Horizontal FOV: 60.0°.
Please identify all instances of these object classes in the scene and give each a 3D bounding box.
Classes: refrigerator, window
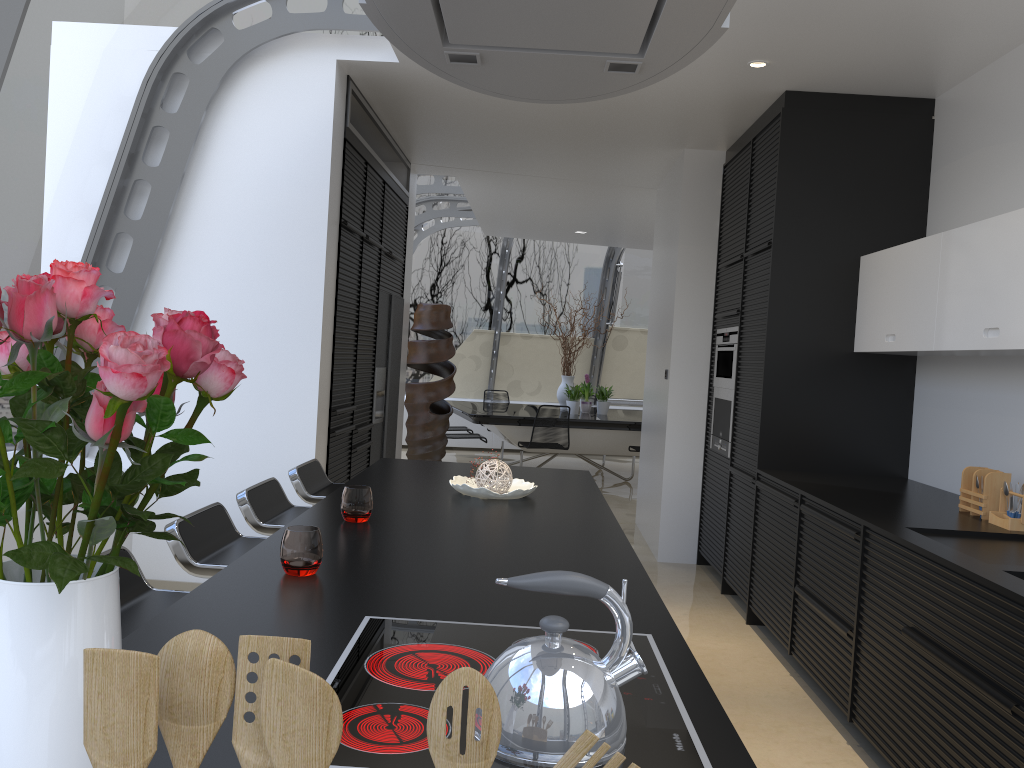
[{"bbox_3d":[-1.055,0.184,6.744,0.234,1.742,1.006,3,2,1],"label":"refrigerator"},{"bbox_3d":[4.527,0.015,6.681,16.171,3.674,16.693,3,2,-6],"label":"window"}]

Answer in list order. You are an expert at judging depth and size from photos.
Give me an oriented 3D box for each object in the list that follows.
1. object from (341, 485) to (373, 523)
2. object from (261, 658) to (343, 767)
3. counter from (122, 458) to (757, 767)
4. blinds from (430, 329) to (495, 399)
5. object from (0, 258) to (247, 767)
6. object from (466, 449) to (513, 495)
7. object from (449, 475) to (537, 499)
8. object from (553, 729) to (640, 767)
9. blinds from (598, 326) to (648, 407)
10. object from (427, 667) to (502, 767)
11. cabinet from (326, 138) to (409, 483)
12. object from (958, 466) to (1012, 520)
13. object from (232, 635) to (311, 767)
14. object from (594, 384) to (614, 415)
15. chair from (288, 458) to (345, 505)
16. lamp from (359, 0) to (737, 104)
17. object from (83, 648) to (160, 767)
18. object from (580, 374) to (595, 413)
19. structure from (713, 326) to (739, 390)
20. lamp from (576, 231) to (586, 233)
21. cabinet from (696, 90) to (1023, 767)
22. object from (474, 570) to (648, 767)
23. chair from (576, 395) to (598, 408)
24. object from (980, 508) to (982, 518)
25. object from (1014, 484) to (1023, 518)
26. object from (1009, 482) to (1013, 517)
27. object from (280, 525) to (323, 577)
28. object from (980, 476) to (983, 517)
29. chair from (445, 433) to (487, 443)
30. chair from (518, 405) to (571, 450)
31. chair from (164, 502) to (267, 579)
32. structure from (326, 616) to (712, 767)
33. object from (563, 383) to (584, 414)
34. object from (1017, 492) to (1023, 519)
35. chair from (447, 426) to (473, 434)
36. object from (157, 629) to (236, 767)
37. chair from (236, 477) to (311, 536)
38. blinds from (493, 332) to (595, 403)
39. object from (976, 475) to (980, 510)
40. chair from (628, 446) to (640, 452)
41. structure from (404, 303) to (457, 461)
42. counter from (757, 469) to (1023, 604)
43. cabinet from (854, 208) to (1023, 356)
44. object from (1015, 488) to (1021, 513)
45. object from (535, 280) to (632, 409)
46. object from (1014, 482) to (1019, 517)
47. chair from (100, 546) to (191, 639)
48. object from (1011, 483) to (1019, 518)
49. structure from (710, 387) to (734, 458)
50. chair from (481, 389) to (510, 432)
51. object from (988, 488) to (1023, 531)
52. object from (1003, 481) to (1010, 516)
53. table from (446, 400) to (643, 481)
[{"bbox_3d":[-0.472,0.366,2.700,0.095,0.106,0.095,3,2,-1],"label":"object"},{"bbox_3d":[-0.160,0.348,0.666,0.061,0.299,0.040,3,2,-1],"label":"object"},{"bbox_3d":[-0.158,0.454,2.401,1.006,0.018,3.800,3,2,1],"label":"counter"},{"bbox_3d":[-1.276,0.218,13.020,1.829,2.118,0.663,3,2,-12],"label":"blinds"},{"bbox_3d":[-0.465,0.175,0.893,0.350,0.596,0.327,4,2,8],"label":"object"},{"bbox_3d":[-0.071,0.344,3.399,0.190,0.191,0.165,4,2,29],"label":"object"},{"bbox_3d":[-0.071,0.405,3.390,0.334,0.078,0.329,3,2,-12],"label":"object"},{"bbox_3d":[-0.006,0.375,0.664,0.199,0.259,0.016,4,2,12],"label":"object"},{"bbox_3d":[1.986,-0.226,13.504,1.376,1.214,0.387,3,2,-12],"label":"blinds"},{"bbox_3d":[-0.041,0.355,0.662,0.055,0.299,0.027,4,2,2],"label":"object"},{"bbox_3d":[-1.351,-0.156,6.146,0.831,2.558,2.252,4,2,2],"label":"cabinet"},{"bbox_3d":[1.909,0.455,3.588,0.104,0.223,0.200,4,2,2],"label":"object"},{"bbox_3d":[-0.194,0.346,0.687,0.057,0.299,0.019,4,2,2],"label":"object"},{"bbox_3d":[1.098,0.180,10.638,0.284,0.369,0.215,4,2,21],"label":"object"},{"bbox_3d":[-0.751,0.788,3.977,0.460,0.857,0.418,4,2,2],"label":"chair"},{"bbox_3d":[0.081,-1.076,1.368,0.606,0.966,1.112,3,2,1],"label":"lamp"},{"bbox_3d":[-0.295,0.341,0.669,0.057,0.294,0.030,4,2,2],"label":"object"},{"bbox_3d":[0.899,0.109,10.942,0.238,0.476,0.417,4,2,16],"label":"object"},{"bbox_3d":[1.382,-0.168,5.735,0.061,0.388,0.592,3,2,1],"label":"structure"},{"bbox_3d":[6.547,-1.337,6.815,9.928,0.004,9.775,3,2,-11],"label":"lamp"},{"bbox_3d":[1.753,-0.073,3.633,0.831,2.901,5.157,3,2,1],"label":"cabinet"},{"bbox_3d":[0.057,0.377,1.251,0.221,0.230,0.221,5,2,32],"label":"object"},{"bbox_3d":[1.080,0.421,12.144,0.446,0.519,0.688,3,2,-12],"label":"chair"},{"bbox_3d":[1.882,0.465,3.531,0.019,0.196,0.022,4,2,2],"label":"object"},{"bbox_3d":[1.939,0.471,3.388,0.042,0.192,0.040,5,2,38],"label":"object"},{"bbox_3d":[1.902,0.472,3.378,0.020,0.196,0.018,4,2,11],"label":"object"},{"bbox_3d":[-0.485,0.385,2.043,0.095,0.106,0.095,4,2,22],"label":"object"},{"bbox_3d":[1.878,0.465,3.541,0.020,0.196,0.018,4,2,24],"label":"object"},{"bbox_3d":[-0.637,0.381,10.047,0.688,0.519,0.446,3,2,-12],"label":"chair"},{"bbox_3d":[0.360,0.461,9.416,0.446,0.519,0.688,3,2,-12],"label":"chair"},{"bbox_3d":[-0.791,0.824,2.725,0.460,0.857,0.418,4,2,2],"label":"chair"},{"bbox_3d":[-0.013,0.503,1.419,0.562,0.041,0.640,3,2,1],"label":"structure"},{"bbox_3d":[0.719,0.167,10.345,0.284,0.369,0.215,4,2,26],"label":"object"},{"bbox_3d":[1.926,0.484,3.363,0.019,0.178,0.044,2,2,-34],"label":"object"},{"bbox_3d":[-0.831,0.342,10.951,0.688,0.519,0.446,3,2,-12],"label":"chair"},{"bbox_3d":[-0.257,0.343,0.686,0.068,0.298,0.039,4,2,2],"label":"object"},{"bbox_3d":[-0.772,0.807,3.326,0.460,0.857,0.418,4,2,2],"label":"chair"},{"bbox_3d":[0.469,-0.214,13.209,1.430,1.027,0.329,3,2,-12],"label":"blinds"},{"bbox_3d":[1.869,0.461,3.555,0.040,0.192,0.042,2,2,-38],"label":"object"},{"bbox_3d":[1.606,0.528,9.685,0.446,0.519,0.688,3,2,-12],"label":"chair"},{"bbox_3d":[-0.782,0.175,8.289,0.493,1.843,0.498,3,2,-1],"label":"structure"},{"bbox_3d":[1.704,0.554,2.943,0.804,0.025,3.738,3,2,1],"label":"counter"},{"bbox_3d":[2.004,-0.363,2.910,0.343,0.515,3.741,3,2,1],"label":"cabinet"},{"bbox_3d":[1.932,0.483,3.401,0.044,0.178,0.019,3,2,-14],"label":"object"},{"bbox_3d":[0.819,-0.427,10.588,1.135,1.549,1.031,3,2,-20],"label":"object"},{"bbox_3d":[1.920,0.473,3.388,0.023,0.196,0.018,3,2,-4],"label":"object"},{"bbox_3d":[-0.812,0.844,2.056,0.460,0.857,0.418,4,2,2],"label":"chair"},{"bbox_3d":[1.908,0.473,3.369,0.019,0.196,0.022,3,2,-10],"label":"object"},{"bbox_3d":[1.361,0.236,5.747,0.023,0.420,0.592,4,2,2],"label":"structure"},{"bbox_3d":[-0.166,0.354,11.874,0.446,0.519,0.688,3,2,-12],"label":"chair"},{"bbox_3d":[1.887,0.487,3.341,0.100,0.170,0.173,4,2,3],"label":"object"},{"bbox_3d":[1.891,0.468,3.389,0.042,0.192,0.040,5,2,39],"label":"object"},{"bbox_3d":[0.753,0.719,10.806,3.031,0.759,2.494,3,2,-12],"label":"table"}]
